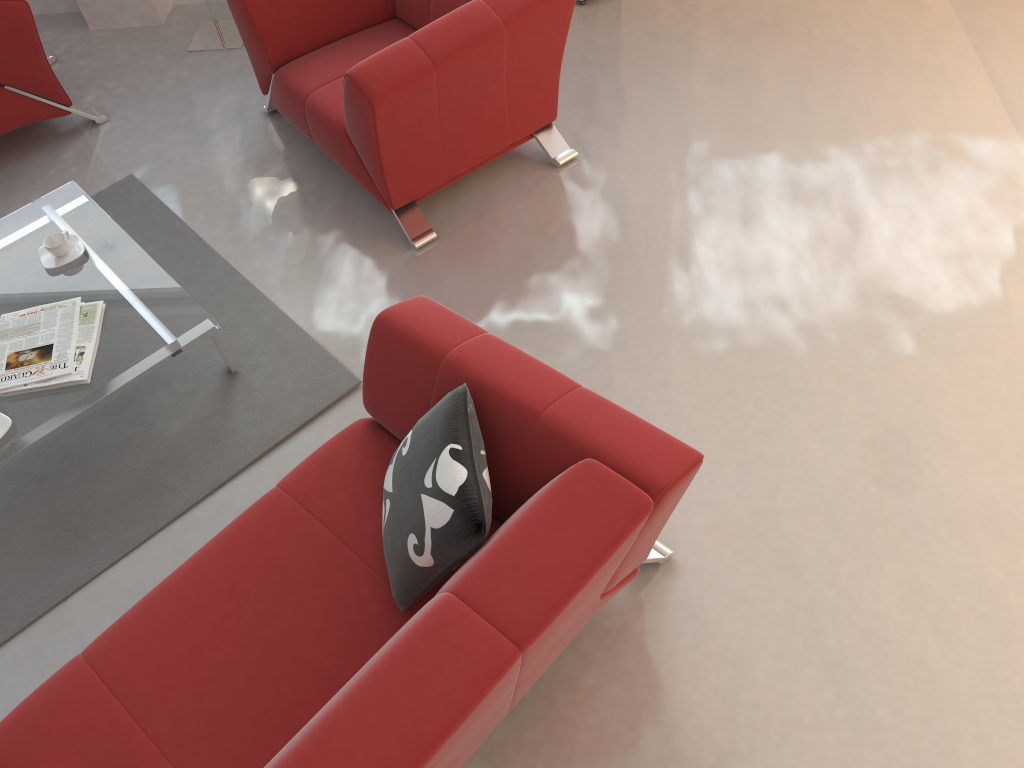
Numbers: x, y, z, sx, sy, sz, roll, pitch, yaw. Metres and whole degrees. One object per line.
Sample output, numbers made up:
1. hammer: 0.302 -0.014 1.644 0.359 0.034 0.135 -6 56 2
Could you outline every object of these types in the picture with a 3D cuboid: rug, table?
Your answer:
1. rug: -1.704 0.029 3.131 1.700 0.025 1.700 -38 57 -22
2. table: -1.725 -0.068 3.024 1.162 0.286 1.097 -38 57 -22

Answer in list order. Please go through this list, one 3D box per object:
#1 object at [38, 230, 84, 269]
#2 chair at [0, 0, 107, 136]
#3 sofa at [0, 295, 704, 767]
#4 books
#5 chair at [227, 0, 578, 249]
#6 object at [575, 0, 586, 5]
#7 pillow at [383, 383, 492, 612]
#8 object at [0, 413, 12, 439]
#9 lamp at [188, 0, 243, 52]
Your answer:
1. object: -1.588 -0.478 3.106 0.153 0.069 0.153 -28 54 -15
2. chair: -2.694 -1.379 3.893 1.288 0.738 0.951 -34 56 -19
3. sofa: -0.495 0.672 2.017 0.951 0.738 1.929 33 62 28
4. books: -1.499 -0.124 2.837 0.345 0.035 0.367 -9 51 -1
5. chair: -0.451 -1.340 3.603 0.951 0.738 1.288 -34 56 -19
6. object: 0.338 -2.320 4.048 0.229 1.112 0.214 -29 54 -16
7. pillow: -0.184 0.267 2.075 0.288 0.343 0.402 -7 51 1
8. object: -1.581 0.130 2.624 0.153 0.069 0.153 21 57 21
9. lamp: -1.574 -2.342 3.859 0.313 1.779 0.313 -8 51 0
